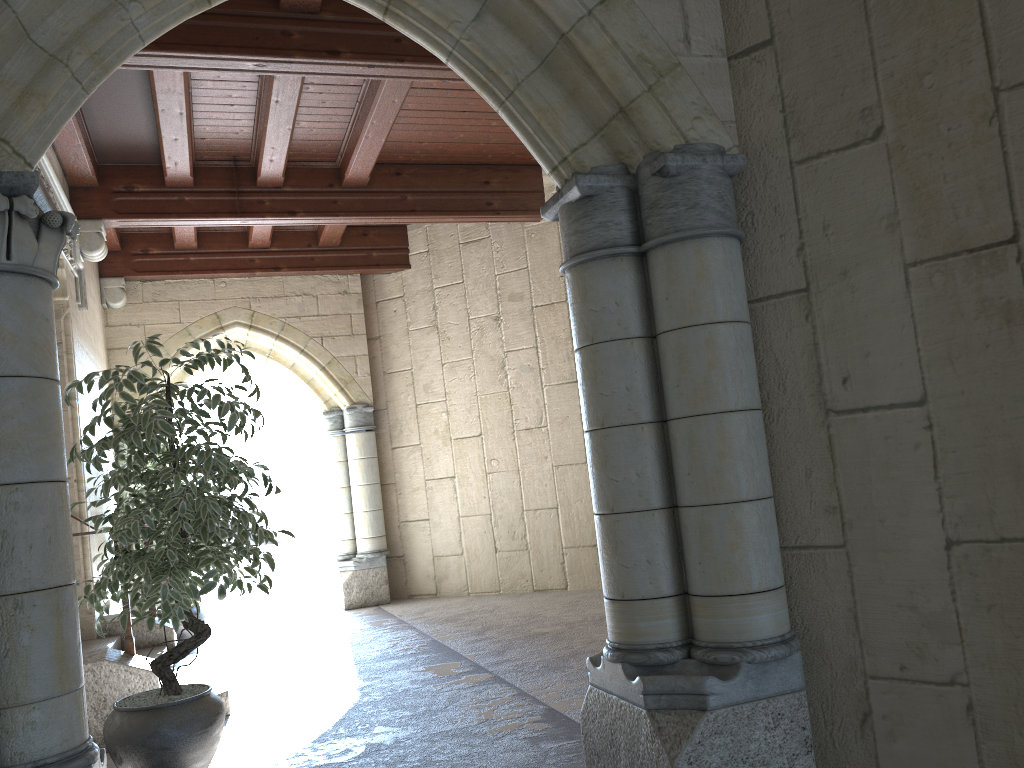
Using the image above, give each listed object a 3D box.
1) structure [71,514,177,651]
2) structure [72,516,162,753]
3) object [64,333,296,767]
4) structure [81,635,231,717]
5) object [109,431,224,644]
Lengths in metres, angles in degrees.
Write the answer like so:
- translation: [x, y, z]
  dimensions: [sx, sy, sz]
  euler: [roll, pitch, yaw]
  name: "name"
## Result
- translation: [-2.502, 1.172, 5.241]
  dimensions: [0.887, 1.257, 0.475]
  euler: [-5, -4, -19]
  name: "structure"
- translation: [-2.054, 0.975, 3.911]
  dimensions: [0.887, 1.257, 0.479]
  euler: [-5, -4, -19]
  name: "structure"
- translation: [-1.228, 0.633, 3.280]
  dimensions: [0.788, 1.613, 0.752]
  euler: [-7, -4, 12]
  name: "object"
- translation: [-2.779, 1.338, 4.370]
  dimensions: [2.570, 0.807, 1.468]
  euler: [-4, -6, -19]
  name: "structure"
- translation: [-2.483, 1.114, 6.374]
  dimensions: [0.786, 1.613, 0.754]
  euler: [-5, -4, -23]
  name: "object"
